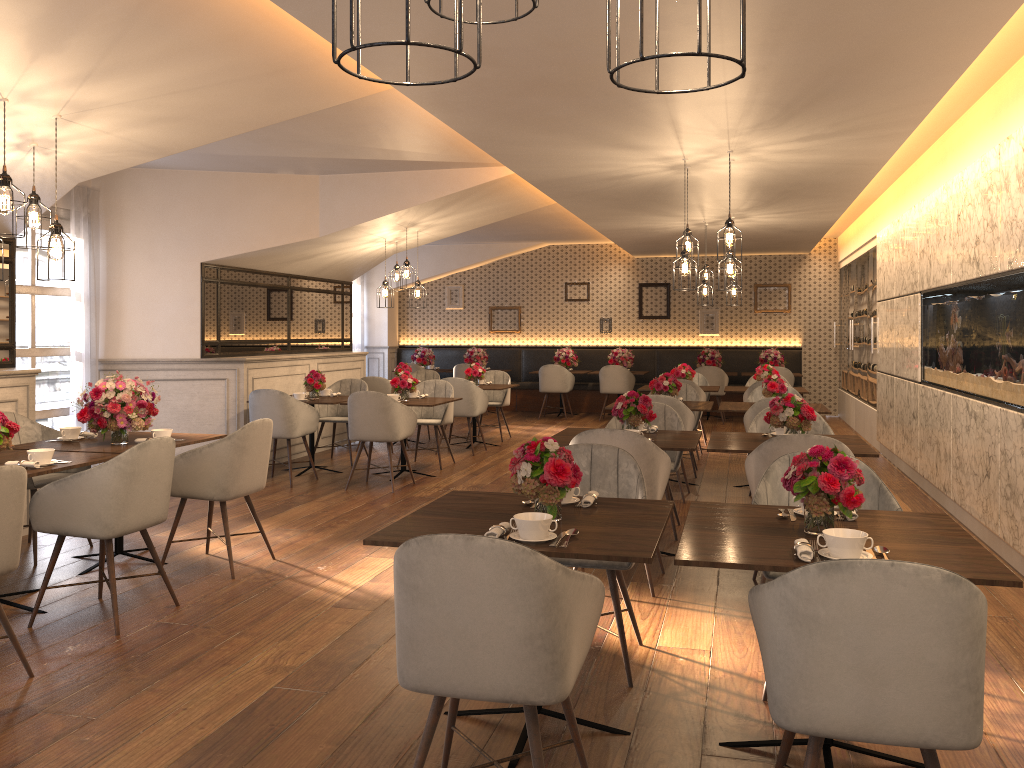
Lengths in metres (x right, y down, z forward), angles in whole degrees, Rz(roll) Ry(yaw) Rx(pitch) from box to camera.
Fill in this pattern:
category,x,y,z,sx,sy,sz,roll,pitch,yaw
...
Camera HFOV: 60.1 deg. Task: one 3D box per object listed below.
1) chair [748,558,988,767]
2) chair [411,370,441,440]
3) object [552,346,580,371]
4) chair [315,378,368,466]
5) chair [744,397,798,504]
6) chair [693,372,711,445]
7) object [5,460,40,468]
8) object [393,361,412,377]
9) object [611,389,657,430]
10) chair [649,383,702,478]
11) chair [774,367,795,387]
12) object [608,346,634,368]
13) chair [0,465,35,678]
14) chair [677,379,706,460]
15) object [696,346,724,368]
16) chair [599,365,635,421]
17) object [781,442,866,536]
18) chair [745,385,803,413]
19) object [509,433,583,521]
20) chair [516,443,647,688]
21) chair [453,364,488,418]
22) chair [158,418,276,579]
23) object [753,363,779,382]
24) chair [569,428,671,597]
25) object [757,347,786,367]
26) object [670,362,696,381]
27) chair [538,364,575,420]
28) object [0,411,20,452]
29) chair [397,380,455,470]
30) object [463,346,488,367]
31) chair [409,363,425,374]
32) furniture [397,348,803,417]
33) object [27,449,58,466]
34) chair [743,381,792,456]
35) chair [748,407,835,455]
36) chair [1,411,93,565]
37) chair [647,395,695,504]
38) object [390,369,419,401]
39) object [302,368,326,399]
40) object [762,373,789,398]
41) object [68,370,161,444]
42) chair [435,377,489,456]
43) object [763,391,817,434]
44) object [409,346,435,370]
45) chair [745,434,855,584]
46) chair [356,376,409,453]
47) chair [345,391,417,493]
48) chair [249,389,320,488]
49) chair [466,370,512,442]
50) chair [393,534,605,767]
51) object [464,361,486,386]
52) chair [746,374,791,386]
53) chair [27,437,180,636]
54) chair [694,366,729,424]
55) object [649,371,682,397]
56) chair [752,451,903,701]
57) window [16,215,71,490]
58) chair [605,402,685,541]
category,x,y,z,sx,sy,sz,roll,pitch,yaw
chair,0.878,0.805,2.191,0.565,0.872,0.526,0,1,15
chair,-1.209,0.259,11.575,0.565,0.872,0.526,0,1,15
object,0.889,-0.417,14.646,0.420,0.425,0.406,-1,2,-32
chair,-1.792,0.390,9.325,0.565,0.872,0.526,0,1,15
chair,2.145,0.520,7.085,0.565,0.872,0.526,0,1,15
chair,2.186,0.292,11.006,0.565,0.872,0.526,0,1,15
object,-2.331,0.383,4.217,0.175,0.039,0.056,1,2,15
object,-1.349,-0.137,10.886,0.234,0.301,0.305,0,2,-10
object,0.745,0.175,5.518,0.234,0.301,0.305,-1,2,-43
chair,1.565,0.432,8.608,0.565,0.872,0.526,0,1,15
chair,3.914,0.166,13.162,0.565,0.872,0.526,0,1,15
object,1.766,-0.399,14.316,0.420,0.425,0.406,0,2,17
chair,-2.163,0.738,3.347,0.526,0.872,0.565,0,1,15
chair,1.838,0.367,9.724,0.565,0.872,0.526,0,1,15
object,3.119,-0.379,13.978,0.420,0.425,0.405,-1,2,-33
chair,1.615,0.132,13.758,0.565,0.872,0.526,0,1,15
object,0.991,0.329,2.853,0.234,0.301,0.305,0,2,-10
chair,2.493,0.446,8.367,0.565,0.872,0.526,0,1,15
object,0.124,0.318,3.070,0.234,0.301,0.305,-1,2,-28
chair,0.297,0.717,3.713,0.565,0.872,0.526,0,1,15
chair,-0.685,0.097,14.353,0.565,0.872,0.526,0,1,15
chair,-1.692,0.632,5.166,0.526,0.872,0.565,0,1,15
object,2.925,-0.095,10.144,0.305,0.301,0.234,1,2,36
chair,0.570,0.652,4.830,0.565,0.872,0.526,0,1,15
object,4.032,-0.366,13.753,0.420,0.425,0.406,-1,2,-32
object,2.013,-0.110,10.413,0.305,0.301,0.234,0,1,-8
chair,0.686,0.118,13.998,0.565,0.872,0.526,0,1,15
object,-2.552,0.246,4.294,0.234,0.301,0.305,1,2,34
chair,-0.863,0.404,9.085,0.565,0.872,0.526,0,1,15
object,-0.607,-0.434,14.941,0.419,0.425,0.406,0,2,3
chair,-1.613,0.083,14.594,0.565,0.872,0.526,0,1,15
furniture,1.271,-0.057,15.198,7.088,1.082,0.541,1,1,15
object,-2.302,0.359,4.327,0.148,0.072,0.148,-2,3,-33
chair,2.767,0.381,9.484,0.565,0.872,0.526,0,1,15
chair,1.847,0.591,5.871,0.565,0.872,0.526,0,1,15
chair,-2.982,0.614,5.481,0.526,0.872,0.565,0,1,15
chair,1.217,0.506,7.326,0.565,0.872,0.526,0,1,15
object,-1.019,0.006,8.415,0.234,0.301,0.305,1,2,34
object,-1.931,-0.007,8.639,0.234,0.301,0.305,0,2,-10
object,2.306,0.045,7.745,0.234,0.301,0.305,0,2,16
object,-2.284,0.134,5.155,0.419,0.425,0.406,0,2,3
chair,-0.583,0.348,10.041,0.565,0.872,0.526,0,1,15
object,1.657,0.189,5.253,0.305,0.301,0.234,1,2,36
object,-1.523,-0.448,15.184,0.420,0.425,0.405,-1,2,-33
chair,1.499,0.666,4.589,0.565,0.872,0.526,0,1,15
chair,-1.512,0.334,10.281,0.565,0.872,0.526,0,1,15
chair,-1.166,0.479,7.791,0.565,0.872,0.526,0,1,15
chair,-2.095,0.465,8.032,0.565,0.872,0.526,0,1,15
chair,-0.281,0.273,11.334,0.565,0.872,0.526,0,1,15
chair,-0.051,0.791,2.431,0.565,0.872,0.526,0,1,15
object,-0.437,-0.124,10.662,0.234,0.301,0.305,1,2,34
chair,3.115,0.306,10.766,0.565,0.872,0.526,0,1,15
chair,-1.927,0.685,4.256,0.526,0.872,0.565,0,1,15
chair,2.986,0.152,13.403,0.565,0.872,0.526,0,1,15
object,1.392,0.030,8.013,0.305,0.301,0.234,0,1,-8
chair,1.225,0.731,3.473,0.565,0.872,0.526,0,1,15
window,-4.096,-0.341,8.828,0.495,2.387,14.540,0,3,11
chair,0.918,0.577,6.112,0.565,0.872,0.526,0,1,15
